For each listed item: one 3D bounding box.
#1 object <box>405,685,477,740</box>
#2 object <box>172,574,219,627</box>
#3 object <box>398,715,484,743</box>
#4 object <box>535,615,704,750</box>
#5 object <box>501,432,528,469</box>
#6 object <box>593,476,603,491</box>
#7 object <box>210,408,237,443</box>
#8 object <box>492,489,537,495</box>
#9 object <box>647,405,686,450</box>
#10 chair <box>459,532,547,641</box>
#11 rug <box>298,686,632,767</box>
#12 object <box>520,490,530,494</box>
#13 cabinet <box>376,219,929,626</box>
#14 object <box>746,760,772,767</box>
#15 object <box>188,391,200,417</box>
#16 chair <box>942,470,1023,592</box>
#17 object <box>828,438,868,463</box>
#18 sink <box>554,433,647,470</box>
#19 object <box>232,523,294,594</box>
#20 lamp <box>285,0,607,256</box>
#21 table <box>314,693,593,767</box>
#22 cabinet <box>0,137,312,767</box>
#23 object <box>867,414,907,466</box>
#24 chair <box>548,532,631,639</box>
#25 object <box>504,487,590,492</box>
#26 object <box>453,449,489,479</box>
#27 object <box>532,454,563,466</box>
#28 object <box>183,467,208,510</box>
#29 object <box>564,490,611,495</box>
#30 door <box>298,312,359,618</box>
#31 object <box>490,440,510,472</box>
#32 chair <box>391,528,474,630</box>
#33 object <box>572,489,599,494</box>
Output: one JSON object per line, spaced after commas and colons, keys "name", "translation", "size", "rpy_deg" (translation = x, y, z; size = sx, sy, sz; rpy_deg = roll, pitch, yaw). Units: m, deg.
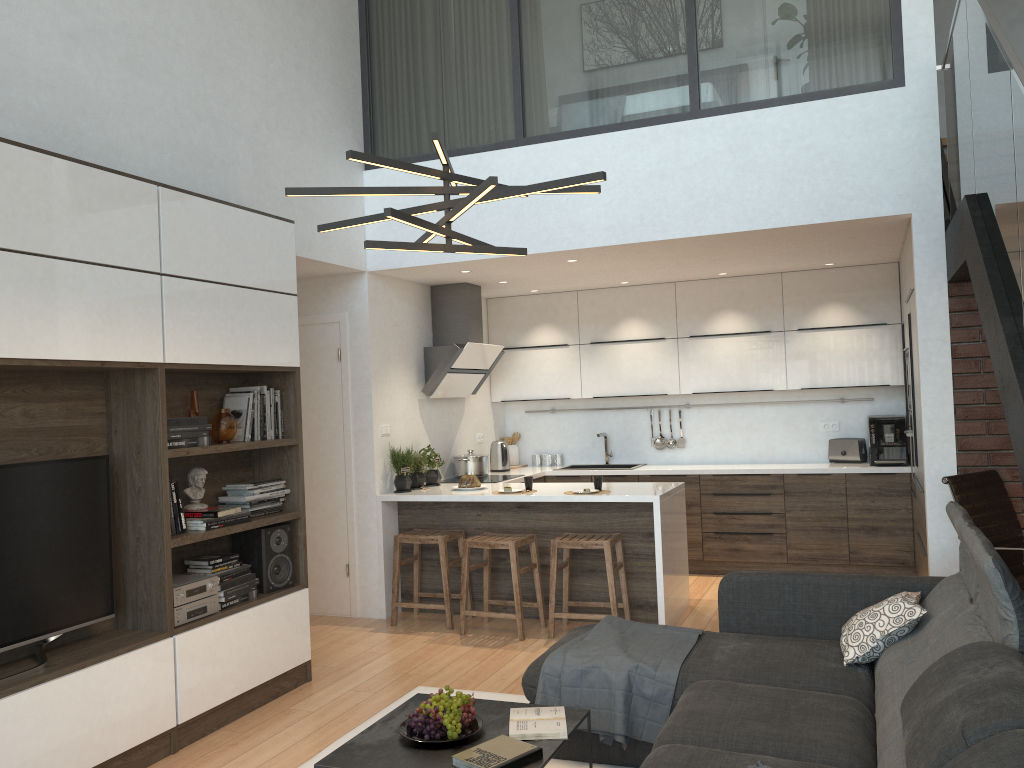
{"name": "object", "translation": [-0.249, 1.108, 3.039], "size": [0.256, 0.173, 0.279], "rpy_deg": [-3, -1, 19]}
{"name": "object", "translation": [-1.545, 0.993, 4.076], "size": [0.270, 0.174, 0.285], "rpy_deg": [-3, -1, 22]}
{"name": "object", "translation": [-0.242, 1.178, 3.029], "size": [0.295, 0.026, 0.295], "rpy_deg": [-3, -1, 15]}
{"name": "object", "translation": [0.485, 1.224, 3.671], "size": [0.548, 0.369, 0.685], "rpy_deg": [-3, -1, 30]}
{"name": "object", "translation": [-0.019, 0.606, 8.135], "size": [0.221, 0.316, 0.330], "rpy_deg": [-3, -1, 22]}
{"name": "object", "translation": [0.560, 0.650, 5.775], "size": [0.066, 0.093, 0.066], "rpy_deg": [-2, -1, -5]}
{"name": "object", "translation": [-1.439, 0.209, 4.425], "size": [0.130, 0.171, 0.130], "rpy_deg": [-2, -1, -29]}
{"name": "object", "translation": [0.017, 0.724, 5.954], "size": [0.305, 0.002, 0.305], "rpy_deg": [-2, -1, -9]}
{"name": "object", "translation": [1.349, 0.381, 7.751], "size": [0.320, 0.389, 0.069], "rpy_deg": [-3, -1, 23]}
{"name": "chair", "translation": [-0.066, 1.274, 5.654], "size": [0.450, 0.600, 0.350], "rpy_deg": [-3, -1, 27]}
{"name": "rug", "translation": [-0.208, 1.530, 3.165], "size": [1.606, 0.013, 2.496], "rpy_deg": [-3, -1, 21]}
{"name": "object", "translation": [0.087, 0.714, 5.868], "size": [0.025, 0.011, 0.126], "rpy_deg": [-3, -1, 26]}
{"name": "cabinet", "translation": [1.113, 0.339, 6.593], "size": [3.495, 2.401, 2.401], "rpy_deg": [-3, -1, 22]}
{"name": "object", "translation": [0.725, 1.063, 2.060], "size": [0.411, 0.118, 0.905], "rpy_deg": [-2, -1, -2]}
{"name": "object", "translation": [-1.563, 0.166, 4.353], "size": [0.081, 0.265, 0.082], "rpy_deg": [-3, -1, 43]}
{"name": "chair", "translation": [2.560, 0.942, 4.346], "size": [0.651, 0.991, 0.700], "rpy_deg": [-2, -1, -34]}
{"name": "object", "translation": [2.689, 0.533, 7.113], "size": [0.260, 0.195, 0.177], "rpy_deg": [-3, -1, 42]}
{"name": "sink", "translation": [0.767, 0.691, 7.695], "size": [0.706, 0.518, 0.512], "rpy_deg": [-3, -1, 22]}
{"name": "object", "translation": [-1.312, 0.914, 4.696], "size": [0.244, 0.331, 0.214], "rpy_deg": [-3, -1, 32]}
{"name": "lamp", "translation": [-0.293, -2.274, 3.085], "size": [1.200, 3.645, 0.831], "rpy_deg": [-3, -1, 32]}
{"name": "table", "translation": [-0.166, 1.349, 2.999], "size": [0.700, 0.323, 0.700], "rpy_deg": [-3, -1, 22]}
{"name": "cabinet", "translation": [-2.022, 0.363, 2.993], "size": [0.338, 2.494, 4.036], "rpy_deg": [-3, -1, 22]}
{"name": "object", "translation": [2.906, 0.430, 6.865], "size": [0.274, 0.378, 0.532], "rpy_deg": [-3, -1, 22]}
{"name": "chair", "translation": [0.478, 1.249, 5.521], "size": [0.450, 0.600, 0.350], "rpy_deg": [-3, -1, 19]}
{"name": "object", "translation": [0.223, 0.690, 5.801], "size": [0.597, 0.039, 0.064], "rpy_deg": [-3, -1, 18]}
{"name": "object", "translation": [-0.332, 0.644, 7.210], "size": [0.315, 0.223, 0.288], "rpy_deg": [-2, -1, -27]}
{"name": "object", "translation": [0.322, 0.697, 8.128], "size": [0.297, 0.105, 0.112], "rpy_deg": [-3, -1, 23]}
{"name": "object", "translation": [-1.557, 0.510, 4.353], "size": [0.117, 0.207, 0.116], "rpy_deg": [-2, -1, -28]}
{"name": "object", "translation": [0.486, 0.701, 5.733], "size": [0.304, 0.002, 0.304], "rpy_deg": [-2, -1, -36]}
{"name": "door", "translation": [-1.559, 0.589, 6.367], "size": [0.974, 2.136, 0.085], "rpy_deg": [-3, -1, 22]}
{"name": "object", "translation": [-0.111, 0.626, 7.715], "size": [0.179, 0.270, 0.220], "rpy_deg": [-3, -1, 9]}
{"name": "chair", "translation": [-0.544, 1.300, 5.978], "size": [0.450, 0.600, 0.350], "rpy_deg": [-3, -1, 22]}
{"name": "object", "translation": [0.473, 0.692, 5.692], "size": [0.176, 0.014, 0.176], "rpy_deg": [-3, -1, 26]}
